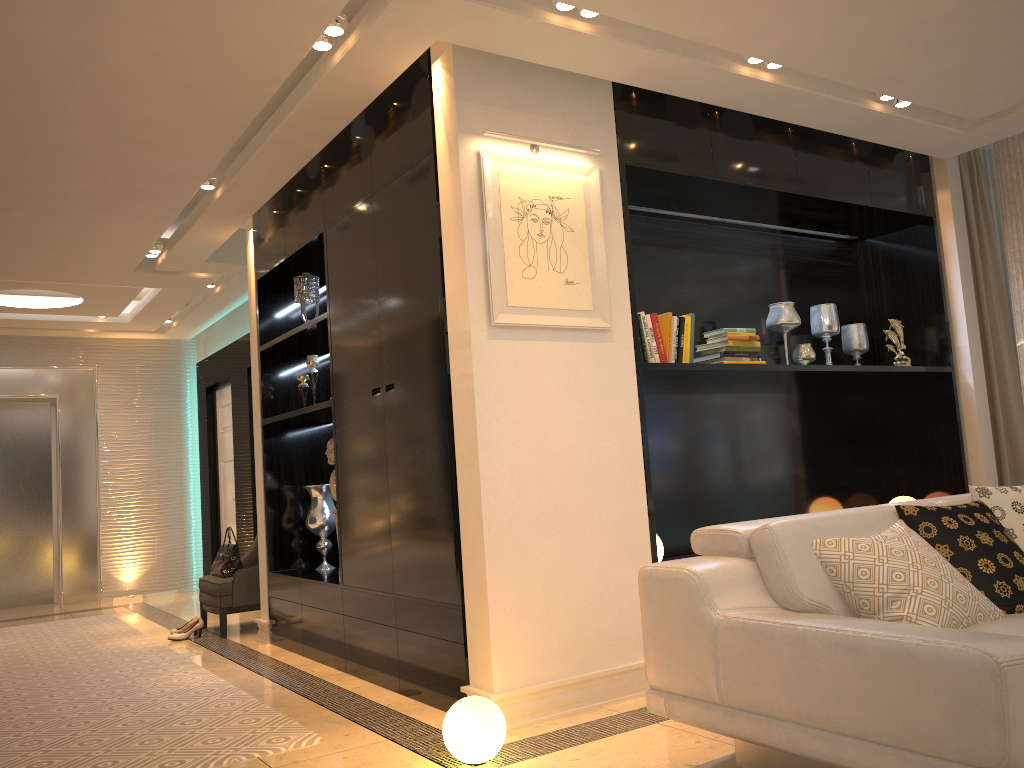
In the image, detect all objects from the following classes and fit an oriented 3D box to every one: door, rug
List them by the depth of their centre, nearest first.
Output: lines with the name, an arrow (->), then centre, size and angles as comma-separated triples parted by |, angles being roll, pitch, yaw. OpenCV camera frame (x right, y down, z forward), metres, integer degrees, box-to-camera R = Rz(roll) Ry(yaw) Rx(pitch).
door -> -1.561, -5.939, 0.348 | 83.408, 24.296, 83.408 | -3, -6, -11
rug -> -2.689, 1.648, 5.022 | 1.526, 0.015, 5.025 | 0, -7, -33
door -> -2.708, 0.987, 8.519 | 0.089, 2.034, 0.919 | 0, -7, -33

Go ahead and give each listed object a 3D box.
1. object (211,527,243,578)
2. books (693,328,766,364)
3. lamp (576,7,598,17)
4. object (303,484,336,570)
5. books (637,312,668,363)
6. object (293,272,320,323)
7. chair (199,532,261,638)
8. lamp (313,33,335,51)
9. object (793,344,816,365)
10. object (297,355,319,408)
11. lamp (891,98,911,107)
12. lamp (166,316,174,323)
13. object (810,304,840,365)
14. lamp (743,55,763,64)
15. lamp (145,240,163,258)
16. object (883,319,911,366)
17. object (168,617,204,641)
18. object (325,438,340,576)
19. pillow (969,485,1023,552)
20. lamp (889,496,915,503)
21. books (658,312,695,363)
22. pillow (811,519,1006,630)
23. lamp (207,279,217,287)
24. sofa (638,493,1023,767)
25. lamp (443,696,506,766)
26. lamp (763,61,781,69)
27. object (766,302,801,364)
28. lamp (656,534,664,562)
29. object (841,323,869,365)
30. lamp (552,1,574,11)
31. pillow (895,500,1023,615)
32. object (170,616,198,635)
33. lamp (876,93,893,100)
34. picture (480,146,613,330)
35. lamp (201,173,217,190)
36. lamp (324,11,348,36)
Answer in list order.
object -> -2.018, 1.185, 6.275 | 0.168, 0.345, 0.366 | 0, -7, -34
books -> 1.120, -0.170, 4.572 | 0.296, 0.197, 0.260 | -1, -7, -30
lamp -> 0.294, -1.466, 3.374 | 0.107, 0.127, 0.107 | -2, -6, -22
object -> -1.184, 0.896, 5.564 | 0.221, 0.522, 0.221 | -1, -7, -28
books -> 0.565, -0.205, 4.185 | 0.240, 0.270, 0.208 | 0, -7, -33
object -> -1.212, -0.490, 5.256 | 0.155, 0.347, 0.155 | -8, -7, 37
chair -> -1.848, 1.279, 6.356 | 0.702, 0.898, 0.625 | 0, -7, -32
lamp -> -0.750, -1.381, 3.491 | 0.107, 0.127, 0.107 | -9, -7, 38
object -> 1.633, -0.143, 4.953 | 0.119, 0.154, 0.119 | -1, -6, -23
object -> -1.252, 0.005, 5.458 | 0.176, 0.361, 0.079 | -8, -7, 38
lamp -> 1.961, -1.459, 4.458 | 0.107, 0.127, 0.107 | -9, -7, 38
lamp -> -3.377, -0.667, 8.707 | 0.107, 0.127, 0.107 | -9, -7, 38
object -> 1.866, -0.252, 5.255 | 0.156, 0.426, 0.156 | -1, -7, -28
lamp -> 1.062, -1.468, 3.872 | 0.107, 0.127, 0.107 | -2, -6, -22
lamp -> -2.540, -0.973, 6.274 | 0.107, 0.127, 0.235 | 0, -7, -33
object -> 2.258, -0.232, 5.202 | 0.182, 0.293, 0.116 | 0, -7, -36
object -> -2.193, 1.651, 5.965 | 0.235, 0.135, 0.084 | 0, -7, -31
object -> -0.936, 0.694, 5.075 | 0.221, 0.794, 0.308 | -3, -6, -6
pillow -> 1.937, 0.548, 3.220 | 0.526, 0.399, 0.255 | 0, -7, -33
lamp -> 2.355, 0.779, 5.317 | 0.212, 0.214, 0.213 | -6, -6, 17
books -> 0.758, -0.201, 4.314 | 0.210, 0.261, 0.212 | 0, -7, -33
pillow -> 1.200, 0.593, 2.674 | 0.521, 0.329, 0.351 | 0, -7, -33
lamp -> -2.503, -0.866, 7.357 | 0.107, 0.127, 0.107 | -9, -7, 38
sofa -> 1.667, 0.757, 2.908 | 2.328, 0.754, 1.145 | 0, -7, -33
lamp -> -0.126, 1.160, 2.978 | 0.213, 0.214, 0.212 | -5, -6, 6
lamp -> 1.165, -1.469, 3.938 | 0.107, 0.127, 0.107 | -9, -7, 38
object -> 1.509, -0.254, 4.903 | 0.181, 0.381, 0.181 | 1, -7, -39
lamp -> 0.607, 0.785, 4.185 | 0.213, 0.214, 0.212 | -5, -6, 6
object -> 2.090, -0.200, 5.384 | 0.147, 0.317, 0.147 | 0, -7, -31
lamp -> 0.198, -1.465, 3.312 | 0.107, 0.127, 0.107 | -2, -6, -22
pillow -> 1.577, 0.559, 2.934 | 0.524, 0.355, 0.323 | 0, -7, -32
object -> -2.263, 1.674, 6.144 | 0.235, 0.135, 0.084 | -6, -6, 15
lamp -> 1.854, -1.471, 4.384 | 0.107, 0.127, 0.107 | -9, -7, 38
picture -> 0.147, -0.595, 3.698 | 0.610, 0.729, 0.027 | 0, -7, -33
lamp -> -1.716, -1.161, 4.996 | 0.107, 0.127, 0.107 | -9, -7, 38
lamp -> -0.682, -1.397, 3.384 | 0.107, 0.127, 0.107 | -9, -7, 38
